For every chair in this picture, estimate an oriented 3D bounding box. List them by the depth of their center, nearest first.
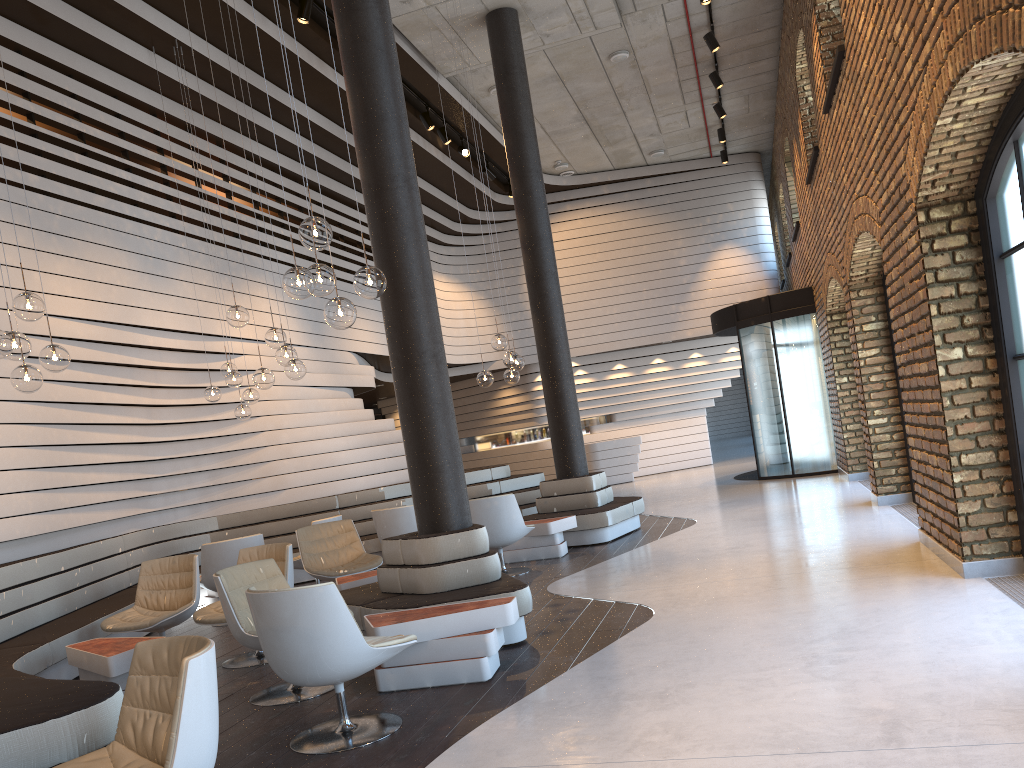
[{"bbox_3d":[-1.227,1.244,2.731,0.700,0.769,0.665,-9,0,-37],"label":"chair"},{"bbox_3d":[-0.837,1.273,4.170,0.665,0.768,0.701,-9,0,34],"label":"chair"},{"bbox_3d":[-1.305,1.407,5.121,0.716,0.769,0.650,-9,0,19],"label":"chair"},{"bbox_3d":[-1.854,1.565,6.243,0.665,0.768,0.700,-9,0,36],"label":"chair"},{"bbox_3d":[-2.639,1.709,6.564,0.663,0.768,0.703,-9,0,23],"label":"chair"},{"bbox_3d":[-1.516,1.608,7.789,0.648,0.768,0.719,-9,0,-34],"label":"chair"},{"bbox_3d":[-2.574,1.799,8.159,0.648,0.768,0.719,-9,0,-30],"label":"chair"},{"bbox_3d":[-0.135,1.426,8.376,0.661,0.768,0.704,-9,0,16],"label":"chair"},{"bbox_3d":[-2.039,1.769,9.022,0.715,0.769,0.651,-9,0,15],"label":"chair"},{"bbox_3d":[-1.051,1.618,9.112,0.665,0.768,0.701,-9,0,32],"label":"chair"}]

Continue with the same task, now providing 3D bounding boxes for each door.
[{"bbox_3d":[-4.563,1.705,12.360,0.978,2.112,0.161,-9,2,16],"label":"door"},{"bbox_3d":[5.102,-0.007,14.536,3.235,2.860,3.218,-9,-1,23],"label":"door"},{"bbox_3d":[-3.284,1.824,22.294,1.788,2.710,0.078,-9,2,21],"label":"door"}]

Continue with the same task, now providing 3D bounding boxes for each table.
[{"bbox_3d":[-0.415,1.451,4.885,0.909,0.372,0.411,-9,-1,9],"label":"table"},{"bbox_3d":[-2.459,1.819,5.583,0.407,0.371,0.919,-8,-3,-42],"label":"table"},{"bbox_3d":[-1.049,1.691,7.099,0.893,0.371,0.419,-7,-2,-37],"label":"table"},{"bbox_3d":[0.205,1.618,9.104,0.913,0.372,0.410,-10,-1,18],"label":"table"},{"bbox_3d":[-2.881,2.119,9.298,0.893,0.371,0.419,-7,-2,-37],"label":"table"}]

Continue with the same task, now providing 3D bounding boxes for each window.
[{"bbox_3d":[2.568,-0.167,3.984,0.131,2.542,2.335,-8,0,15],"label":"window"},{"bbox_3d":[3.564,-0.096,7.621,0.131,2.542,2.335,-8,0,15],"label":"window"}]

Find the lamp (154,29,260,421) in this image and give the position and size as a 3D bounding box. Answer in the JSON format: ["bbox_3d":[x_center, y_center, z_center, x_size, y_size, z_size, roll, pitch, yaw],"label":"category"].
[{"bbox_3d":[-3.103,-1.961,8.685,0.526,4.729,0.335,-10,3,-22],"label":"lamp"}]

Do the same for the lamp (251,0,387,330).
[{"bbox_3d":[-1.243,-2.599,4.419,0.545,4.690,0.292,-9,2,1],"label":"lamp"}]

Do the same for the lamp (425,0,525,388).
[{"bbox_3d":[-0.338,-1.941,14.334,9.099,4.624,41.613,-10,-4,15],"label":"lamp"}]

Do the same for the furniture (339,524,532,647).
[{"bbox_3d":[-0.674,1.388,6.030,1.266,0.724,1.784,-8,-3,-14],"label":"furniture"}]

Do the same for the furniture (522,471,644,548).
[{"bbox_3d":[0.865,1.393,9.985,1.747,0.724,1.293,-7,-3,-39],"label":"furniture"}]

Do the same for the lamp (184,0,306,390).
[{"bbox_3d":[-2.199,-2.314,6.686,0.312,4.756,0.653,-8,3,24],"label":"lamp"}]

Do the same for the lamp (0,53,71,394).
[{"bbox_3d":[-3.099,-2.269,4.995,0.295,4.690,0.539,-8,2,10],"label":"lamp"}]

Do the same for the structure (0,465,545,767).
[{"bbox_3d":[-3.085,1.633,5.526,5.805,0.929,18.107,-10,-4,12],"label":"structure"}]
